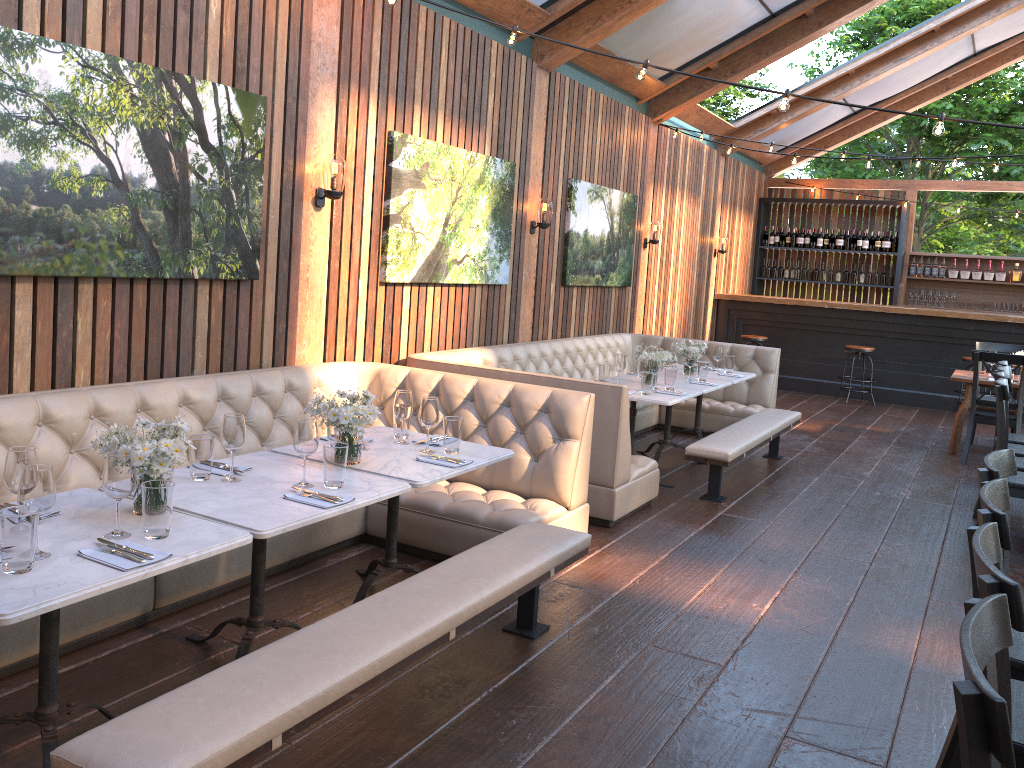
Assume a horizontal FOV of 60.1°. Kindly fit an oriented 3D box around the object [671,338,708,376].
[{"bbox_3d":[1.522,-0.233,7.583,0.329,0.308,0.338,4,6,3],"label":"object"}]

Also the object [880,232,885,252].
[{"bbox_3d":[5.720,-2.185,13.645,0.077,0.308,0.078,4,4,7],"label":"object"}]

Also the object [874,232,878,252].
[{"bbox_3d":[5.627,-2.188,13.640,0.077,0.305,0.077,0,6,-44],"label":"object"}]

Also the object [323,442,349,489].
[{"bbox_3d":[-0.653,0.301,3.259,0.092,0.157,0.092,5,5,15],"label":"object"}]

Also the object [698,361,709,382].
[{"bbox_3d":[1.554,-0.102,7.207,0.092,0.157,0.092,5,5,15],"label":"object"}]

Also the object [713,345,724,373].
[{"bbox_3d":[1.835,-0.221,7.886,0.092,0.243,0.093,2,5,-19],"label":"object"}]

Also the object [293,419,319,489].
[{"bbox_3d":[-0.758,0.254,3.241,0.092,0.243,0.093,3,5,-13],"label":"object"}]

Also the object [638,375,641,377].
[{"bbox_3d":[1.068,-0.133,7.192,0.092,0.157,0.092,5,5,15],"label":"object"}]

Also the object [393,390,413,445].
[{"bbox_3d":[-0.505,0.153,4.085,0.092,0.243,0.093,3,5,-13],"label":"object"}]

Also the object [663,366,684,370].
[{"bbox_3d":[1.465,-0.151,8.014,0.256,0.019,0.158,8,9,29],"label":"object"}]

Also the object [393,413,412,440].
[{"bbox_3d":[-0.521,0.179,4.196,0.092,0.157,0.092,1,6,-25],"label":"object"}]

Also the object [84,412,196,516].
[{"bbox_3d":[-1.145,0.257,2.799,0.338,0.308,0.329,9,8,41],"label":"object"}]

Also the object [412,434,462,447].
[{"bbox_3d":[-0.364,0.264,4.167,0.158,0.019,0.256,8,9,29],"label":"object"}]

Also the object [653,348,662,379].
[{"bbox_3d":[1.179,-0.170,7.203,0.092,0.243,0.093,2,5,-19],"label":"object"}]

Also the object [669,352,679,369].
[{"bbox_3d":[1.434,-0.199,7.846,0.092,0.157,0.092,5,5,15],"label":"object"}]

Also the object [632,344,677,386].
[{"bbox_3d":[1.074,-0.145,6.743,0.336,0.308,0.331,-1,8,-39],"label":"object"}]

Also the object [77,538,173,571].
[{"bbox_3d":[-1.077,0.459,2.431,0.256,0.019,0.158,8,9,29],"label":"object"}]

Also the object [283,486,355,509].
[{"bbox_3d":[-0.692,0.391,3.101,0.256,0.019,0.158,8,9,29],"label":"object"}]

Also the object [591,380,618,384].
[{"bbox_3d":[0.707,-0.013,6.661,0.256,0.019,0.158,8,9,29],"label":"object"}]

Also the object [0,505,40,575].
[{"bbox_3d":[-1.261,0.400,2.261,0.092,0.157,0.092,5,5,15],"label":"object"}]

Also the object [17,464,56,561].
[{"bbox_3d":[-1.272,0.342,2.366,0.092,0.243,0.093,3,5,-13],"label":"object"}]

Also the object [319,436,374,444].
[{"bbox_3d":[-0.742,0.253,4.065,0.256,0.019,0.158,8,9,29],"label":"object"}]

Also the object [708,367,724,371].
[{"bbox_3d":[1.843,-0.140,8.116,0.158,0.019,0.256,8,9,29],"label":"object"}]

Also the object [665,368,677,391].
[{"bbox_3d":[1.170,-0.034,6.537,0.092,0.157,0.092,5,5,15],"label":"object"}]

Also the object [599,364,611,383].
[{"bbox_3d":[0.677,-0.061,6.494,0.092,0.157,0.092,5,5,15],"label":"object"}]

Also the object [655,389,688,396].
[{"bbox_3d":[1.130,0.055,6.379,0.256,0.019,0.158,8,9,29],"label":"object"}]

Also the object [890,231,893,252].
[{"bbox_3d":[5.817,-2.184,13.608,0.087,0.333,0.088,5,4,9],"label":"object"}]

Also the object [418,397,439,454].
[{"bbox_3d":[-0.372,0.182,3.938,0.092,0.243,0.092,7,5,32],"label":"object"}]

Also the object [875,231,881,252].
[{"bbox_3d":[5.598,-2.177,13.525,0.078,0.311,0.078,6,5,24],"label":"object"}]

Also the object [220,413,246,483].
[{"bbox_3d":[-1.028,0.234,3.254,0.092,0.243,0.093,3,5,-13],"label":"object"}]

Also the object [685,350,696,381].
[{"bbox_3d":[1.449,-0.150,7.190,0.092,0.243,0.093,2,5,-19],"label":"object"}]

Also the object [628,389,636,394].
[{"bbox_3d":[0.779,0.050,6.249,0.158,0.019,0.256,8,9,29],"label":"object"}]

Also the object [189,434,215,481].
[{"bbox_3d":[-1.139,0.271,3.243,0.092,0.157,0.092,5,5,15],"label":"object"}]

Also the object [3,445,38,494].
[{"bbox_3d":[-1.419,0.305,2.556,0.092,0.243,0.093,3,5,-13],"label":"object"}]

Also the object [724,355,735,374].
[{"bbox_3d":[1.941,-0.174,7.904,0.092,0.157,0.092,5,5,15],"label":"object"}]

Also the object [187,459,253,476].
[{"bbox_3d":[-1.109,0.320,3.411,0.256,0.019,0.158,8,9,29],"label":"object"}]

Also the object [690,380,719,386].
[{"bbox_3d":[1.515,-0.013,7.050,0.256,0.019,0.158,8,9,29],"label":"object"}]

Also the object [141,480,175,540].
[{"bbox_3d":[-1.037,0.369,2.588,0.092,0.157,0.092,5,5,15],"label":"object"}]

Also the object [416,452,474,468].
[{"bbox_3d":[-0.306,0.319,3.798,0.256,0.019,0.158,8,9,29],"label":"object"}]

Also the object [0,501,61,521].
[{"bbox_3d":[-1.500,0.391,2.712,0.256,0.019,0.158,8,9,29],"label":"object"}]

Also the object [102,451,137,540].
[{"bbox_3d":[-1.142,0.322,2.571,0.092,0.243,0.093,3,5,-13],"label":"object"}]

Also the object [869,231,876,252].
[{"bbox_3d":[5.541,-2.189,13.593,0.077,0.308,0.078,4,4,7],"label":"object"}]

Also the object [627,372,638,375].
[{"bbox_3d":[1.098,-0.084,7.359,0.256,0.019,0.158,8,9,29],"label":"object"}]

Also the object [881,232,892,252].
[{"bbox_3d":[5.718,-2.166,13.503,0.137,0.314,0.136,7,6,36],"label":"object"}]

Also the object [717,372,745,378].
[{"bbox_3d":[1.901,-0.084,7.746,0.256,0.019,0.158,8,9,29],"label":"object"}]

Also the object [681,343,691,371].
[{"bbox_3d":[1.545,-0.237,7.858,0.092,0.243,0.093,2,5,-19],"label":"object"}]

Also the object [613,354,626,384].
[{"bbox_3d":[0.788,-0.098,6.505,0.092,0.243,0.093,3,5,-13],"label":"object"}]

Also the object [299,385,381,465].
[{"bbox_3d":[-0.678,0.171,3.636,0.329,0.308,0.338,-2,9,-44],"label":"object"}]

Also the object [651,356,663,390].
[{"bbox_3d":[1.064,-0.082,6.520,0.092,0.243,0.093,3,5,-13],"label":"object"}]

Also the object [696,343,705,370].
[{"bbox_3d":[1.702,-0.251,8.034,0.092,0.243,0.093,2,5,-19],"label":"object"}]

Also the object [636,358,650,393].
[{"bbox_3d":[0.935,-0.062,6.315,0.092,0.243,0.093,3,5,-13],"label":"object"}]

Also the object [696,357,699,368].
[{"bbox_3d":[1.685,-0.224,8.145,0.092,0.157,0.092,5,5,15],"label":"object"}]

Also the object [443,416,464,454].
[{"bbox_3d":[-0.266,0.230,3.955,0.092,0.157,0.092,5,5,15],"label":"object"}]

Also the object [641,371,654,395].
[{"bbox_3d":[0.946,-0.004,6.210,0.092,0.157,0.092,5,5,15],"label":"object"}]
